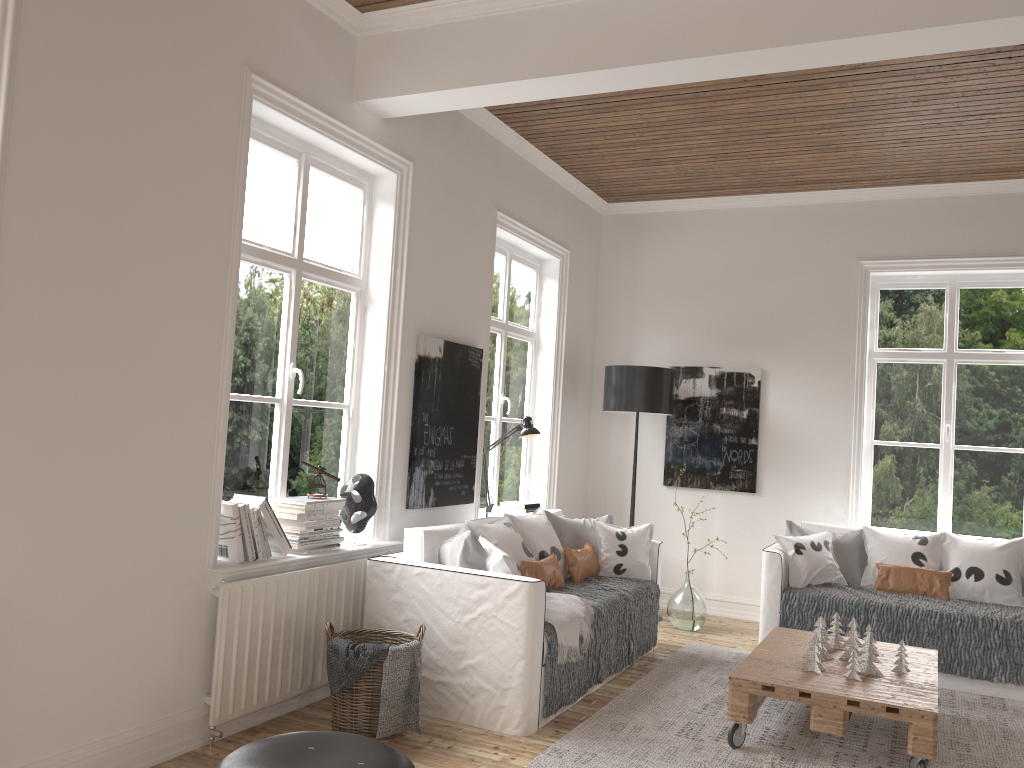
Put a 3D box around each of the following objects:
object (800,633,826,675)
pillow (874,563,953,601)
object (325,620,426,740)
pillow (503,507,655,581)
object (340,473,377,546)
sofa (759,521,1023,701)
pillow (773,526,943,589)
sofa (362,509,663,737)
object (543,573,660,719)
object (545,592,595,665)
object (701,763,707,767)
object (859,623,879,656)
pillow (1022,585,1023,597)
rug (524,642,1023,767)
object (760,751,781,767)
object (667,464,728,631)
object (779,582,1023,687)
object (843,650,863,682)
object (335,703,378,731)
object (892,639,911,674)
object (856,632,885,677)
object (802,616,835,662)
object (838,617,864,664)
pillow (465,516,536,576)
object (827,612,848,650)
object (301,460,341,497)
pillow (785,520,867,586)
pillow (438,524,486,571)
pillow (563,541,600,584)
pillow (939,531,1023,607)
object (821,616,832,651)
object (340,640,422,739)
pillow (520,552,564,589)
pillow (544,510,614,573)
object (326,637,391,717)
[{"bbox_3d":[1.307,1.156,3.825,0.093,0.161,0.088,1,-4,35],"label":"object"},{"bbox_3d":[2.351,1.166,5.206,0.420,0.179,0.127,2,-3,27],"label":"pillow"},{"bbox_3d":[-0.575,1.201,3.656,0.393,0.432,0.393,6,-4,-42],"label":"object"},{"bbox_3d":[0.374,0.957,5.145,1.081,0.450,0.403,6,-4,-40],"label":"pillow"},{"bbox_3d":[-0.747,0.598,4.260,0.171,0.340,0.177,5,-3,-28],"label":"object"},{"bbox_3d":[2.527,1.297,5.220,1.960,0.776,0.866,2,-3,26],"label":"sofa"},{"bbox_3d":[2.098,1.083,5.403,1.020,0.414,0.417,3,-3,8],"label":"pillow"},{"bbox_3d":[0.118,1.124,4.719,0.866,0.776,1.960,2,-3,26],"label":"sofa"},{"bbox_3d":[0.254,1.276,4.652,0.651,0.423,1.680,2,-3,26],"label":"object"},{"bbox_3d":[0.063,1.109,4.267,0.729,0.255,0.588,2,-3,30],"label":"object"},{"bbox_3d":[0.489,1.038,2.270,0.079,0.137,0.075,4,-3,-16],"label":"object"},{"bbox_3d":[1.685,1.205,4.188,0.075,0.147,0.075,5,-4,-32],"label":"object"},{"bbox_3d":[3.129,1.125,4.961,0.292,0.437,0.546,5,-3,-31],"label":"pillow"},{"bbox_3d":[1.592,1.561,3.950,2.254,0.003,2.474,2,-3,26],"label":"rug"},{"bbox_3d":[0.639,1.009,2.192,0.111,0.204,0.118,6,-4,-41],"label":"object"},{"bbox_3d":[1.287,1.107,6.085,0.275,1.117,0.515,1,-4,42],"label":"object"},{"bbox_3d":[2.463,1.391,5.080,1.704,0.390,0.656,2,-3,26],"label":"object"},{"bbox_3d":[1.437,1.178,3.737,0.068,0.124,0.072,3,-3,10],"label":"object"},{"bbox_3d":[-0.584,1.313,3.655,0.280,0.186,0.291,3,-3,11],"label":"object"},{"bbox_3d":[1.720,1.196,3.914,0.072,0.142,0.073,2,-4,33],"label":"object"},{"bbox_3d":[1.543,1.163,3.833,0.097,0.178,0.103,4,-3,-11],"label":"object"},{"bbox_3d":[1.405,1.159,4.059,0.112,0.193,0.106,6,-4,-36],"label":"object"},{"bbox_3d":[1.571,1.169,4.077,0.107,0.195,0.113,2,-4,32],"label":"object"},{"bbox_3d":[-0.053,0.895,4.315,0.417,0.414,1.020,3,-3,8],"label":"pillow"},{"bbox_3d":[1.566,1.189,4.287,0.090,0.176,0.090,4,-3,-12],"label":"object"},{"bbox_3d":[-0.865,0.426,4.004,0.177,0.161,0.092,4,-3,-6],"label":"object"},{"bbox_3d":[1.962,1.083,5.561,0.541,0.431,0.282,3,-3,0],"label":"pillow"},{"bbox_3d":[-0.210,0.878,4.179,0.282,0.431,0.541,3,-3,0],"label":"pillow"},{"bbox_3d":[0.406,1.027,5.087,0.117,0.235,0.414,2,-3,25],"label":"pillow"},{"bbox_3d":[2.929,1.103,4.974,0.403,0.450,1.081,6,-4,-40],"label":"pillow"},{"bbox_3d":[1.472,1.185,4.219,0.095,0.164,0.090,2,-4,33],"label":"object"},{"bbox_3d":[-0.549,1.212,3.621,0.290,0.356,0.349,6,-4,-35],"label":"object"},{"bbox_3d":[0.164,1.014,4.641,0.116,0.220,0.414,2,-3,27],"label":"pillow"},{"bbox_3d":[0.385,0.978,5.345,0.546,0.437,0.292,5,-3,-31],"label":"pillow"},{"bbox_3d":[-0.595,1.191,3.588,0.303,0.332,0.367,3,-3,17],"label":"object"}]
